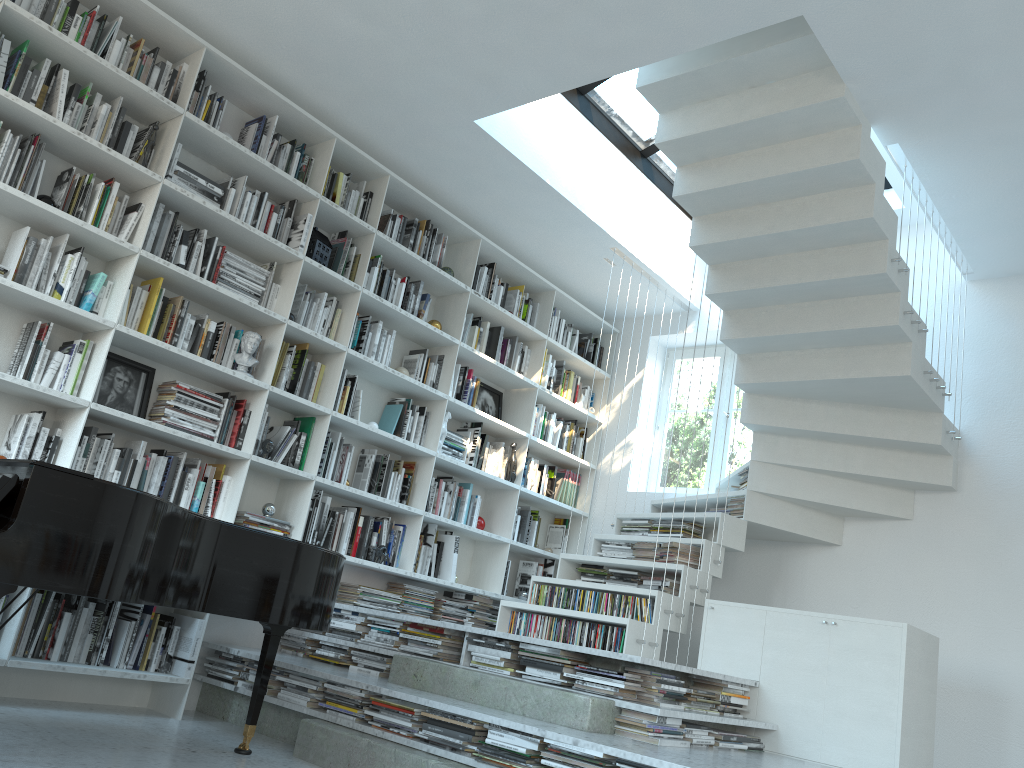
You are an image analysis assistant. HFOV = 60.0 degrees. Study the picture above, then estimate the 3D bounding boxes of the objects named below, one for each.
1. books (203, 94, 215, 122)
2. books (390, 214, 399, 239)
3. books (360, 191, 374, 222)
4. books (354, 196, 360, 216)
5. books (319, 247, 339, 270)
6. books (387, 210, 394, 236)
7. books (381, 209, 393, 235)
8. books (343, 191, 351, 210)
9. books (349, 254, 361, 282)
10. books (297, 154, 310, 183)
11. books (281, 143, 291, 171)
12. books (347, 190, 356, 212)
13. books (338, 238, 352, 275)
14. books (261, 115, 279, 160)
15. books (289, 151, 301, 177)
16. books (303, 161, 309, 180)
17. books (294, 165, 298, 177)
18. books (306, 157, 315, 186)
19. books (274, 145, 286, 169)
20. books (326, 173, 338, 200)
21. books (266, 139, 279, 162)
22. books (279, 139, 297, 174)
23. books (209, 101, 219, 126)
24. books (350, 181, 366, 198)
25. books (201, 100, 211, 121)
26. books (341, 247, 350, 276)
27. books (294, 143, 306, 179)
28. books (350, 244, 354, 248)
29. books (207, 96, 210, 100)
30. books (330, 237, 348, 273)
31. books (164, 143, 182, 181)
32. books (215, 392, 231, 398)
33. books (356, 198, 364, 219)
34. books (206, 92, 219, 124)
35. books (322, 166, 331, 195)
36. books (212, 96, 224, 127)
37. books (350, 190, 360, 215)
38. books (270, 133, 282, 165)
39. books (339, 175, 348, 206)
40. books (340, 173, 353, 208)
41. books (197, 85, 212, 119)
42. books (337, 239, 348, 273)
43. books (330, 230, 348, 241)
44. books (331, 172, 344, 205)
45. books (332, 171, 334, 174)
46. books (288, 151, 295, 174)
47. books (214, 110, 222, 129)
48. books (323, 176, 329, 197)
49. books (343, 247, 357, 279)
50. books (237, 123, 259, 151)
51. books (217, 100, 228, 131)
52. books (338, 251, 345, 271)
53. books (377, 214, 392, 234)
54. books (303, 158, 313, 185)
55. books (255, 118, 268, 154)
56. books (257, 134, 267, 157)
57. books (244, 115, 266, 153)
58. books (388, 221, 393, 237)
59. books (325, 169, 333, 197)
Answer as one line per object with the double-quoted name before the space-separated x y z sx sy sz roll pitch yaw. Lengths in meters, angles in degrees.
"books" -1.597 -1.359 4.538 0.139 0.247 0.014 -3 -21 40
"books" -0.783 -0.925 5.448 0.174 0.229 0.013 -3 -21 40
"books" -0.922 -1.013 5.280 0.186 0.252 0.029 -3 -21 40
"books" -0.982 -1.009 5.244 0.162 0.203 0.025 -3 -21 40
"books" -1.079 -0.685 5.113 0.156 0.213 0.019 -3 -21 40
"books" -0.812 -0.942 5.435 0.172 0.243 0.011 -3 -21 40
"books" -0.812 -0.946 5.422 0.173 0.243 0.009 -3 -21 40
"books" -1.019 -1.025 5.173 0.173 0.179 0.023 -3 -21 40
"books" -0.980 -0.646 5.182 0.223 0.213 0.008 -3 -21 40
"books" -1.220 -1.160 4.960 0.161 0.243 0.028 -3 -21 40
"books" -1.295 -1.197 4.869 0.154 0.236 0.023 -3 -21 40
"books" -1.004 -1.028 5.193 0.180 0.201 0.024 -3 -21 40
"books" -1.023 -0.706 5.141 0.179 0.287 0.021 -3 -21 40
"books" -1.359 -1.284 4.786 0.186 0.330 0.010 -3 -21 40
"books" -1.254 -1.167 4.884 0.193 0.201 0.023 -3 -21 40
"books" -1.215 -1.153 4.982 0.145 0.243 0.014 -3 -21 40
"books" -1.255 -1.152 4.941 0.135 0.204 0.014 -3 -21 40
"books" -1.193 -1.148 5.005 0.136 0.256 0.022 -3 -21 40
"books" -1.312 -1.191 4.842 0.166 0.202 0.033 -3 -21 40
"books" -1.086 -1.090 5.092 0.171 0.233 0.015 -3 -21 40
"books" -1.356 -1.217 4.794 0.173 0.210 0.050 -3 -21 40
"books" -1.271 -1.208 4.877 0.180 0.269 0.010 -3 -21 40
"books" -1.574 -1.336 4.547 0.144 0.218 0.016 -3 -21 40
"books" -0.952 -1.055 5.296 0.128 0.328 0.012 -3 -21 40
"books" -1.612 -1.342 4.509 0.172 0.195 0.023 -3 -21 40
"books" -1.020 -0.683 5.158 0.158 0.254 0.005 -3 -21 40
"books" -1.233 -1.196 4.960 0.138 0.307 0.012 -3 -21 40
"books" -1.003 -0.684 5.209 0.130 0.291 0.005 -3 -21 40
"books" -1.614 -1.354 4.538 0.136 0.232 0.006 -3 -21 40
"books" -1.044 -0.712 5.105 0.190 0.271 0.021 -3 -21 40
"books" -1.708 -1.049 4.346 0.191 0.248 0.021 -3 -21 40
"books" -1.524 0.187 4.556 0.130 0.298 0.011 -3 -21 40
"books" -0.962 -0.998 5.254 0.182 0.193 0.023 -3 -21 40
"books" -1.582 -1.362 4.546 0.147 0.263 0.013 -3 -21 40
"books" -1.120 -1.115 5.041 0.191 0.238 0.007 -3 -21 40
"books" -1.563 -1.350 4.558 0.168 0.254 0.005 -3 -21 40
"books" -0.982 -1.024 5.212 0.169 0.212 0.031 -3 -21 40
"books" -1.340 -1.232 4.841 0.140 0.269 0.028 -3 -21 40
"books" -1.049 -1.081 5.173 0.151 0.273 0.030 -3 -21 40
"books" -1.021 -1.086 5.179 0.167 0.296 0.010 -3 -21 40
"books" -1.606 -1.381 4.498 0.163 0.264 0.011 -3 -21 40
"books" -1.044 -0.706 5.126 0.181 0.271 0.022 -3 -21 40
"books" -1.045 -0.734 5.150 0.143 0.338 0.025 -3 -21 40
"books" -1.060 -1.086 5.127 0.191 0.254 0.054 -3 -21 40
"books" -1.103 -1.099 5.127 0.133 0.263 0.007 -3 -21 40
"books" -1.277 -1.179 4.884 0.179 0.216 0.012 -3 -21 40
"books" -1.564 -1.311 4.569 0.152 0.186 0.010 -3 -21 40
"books" -1.111 -1.113 5.079 0.157 0.260 0.034 -3 -21 40
"books" -0.996 -0.673 5.164 0.186 0.247 0.013 -3 -21 40
"books" -1.430 -1.268 4.732 0.151 0.244 0.012 -3 -21 40
"books" -1.546 -1.340 4.582 0.143 0.255 0.011 -3 -21 40
"books" -1.053 -0.675 5.137 0.169 0.216 0.024 -3 -21 40
"books" -0.827 -0.936 5.393 0.183 0.206 0.046 -3 -21 40
"books" -1.200 -1.146 4.985 0.153 0.238 0.014 -3 -21 40
"books" -1.396 -1.281 4.758 0.157 0.295 0.011 -3 -21 40
"books" -1.400 -1.232 4.769 0.147 0.208 0.031 -3 -21 40
"books" -1.404 -1.287 4.736 0.176 0.291 0.014 -3 -21 40
"books" -0.803 -0.906 5.442 0.160 0.183 0.009 -3 -21 40
"books" -1.104 -1.106 5.099 0.142 0.261 0.008 -3 -21 40
